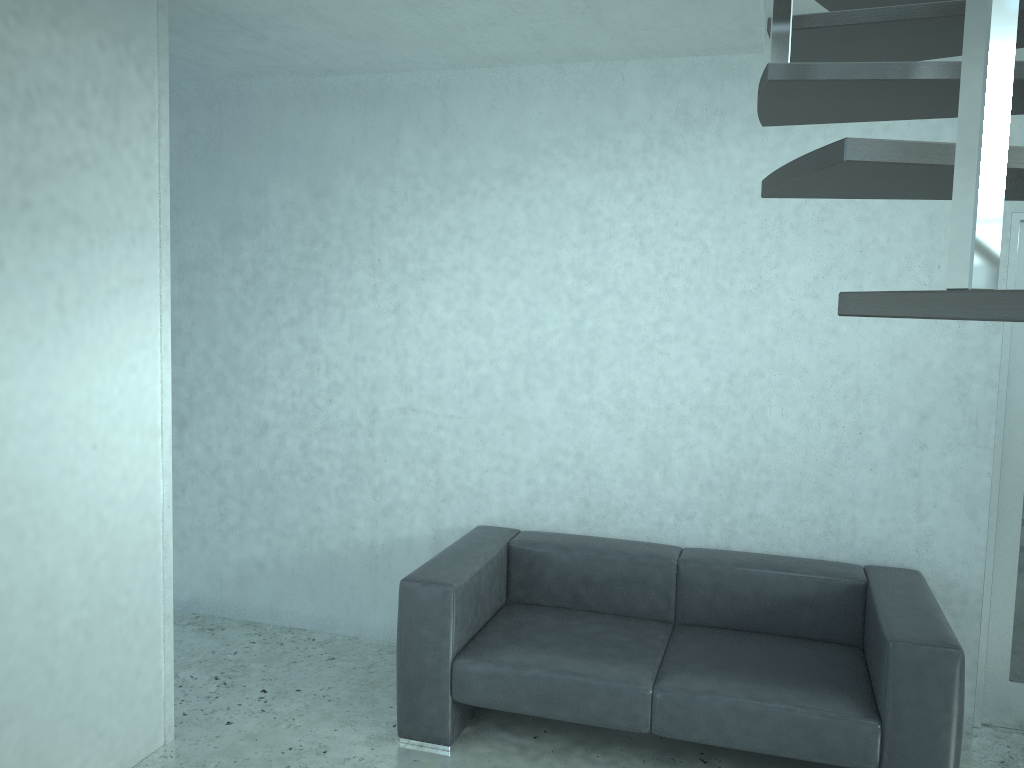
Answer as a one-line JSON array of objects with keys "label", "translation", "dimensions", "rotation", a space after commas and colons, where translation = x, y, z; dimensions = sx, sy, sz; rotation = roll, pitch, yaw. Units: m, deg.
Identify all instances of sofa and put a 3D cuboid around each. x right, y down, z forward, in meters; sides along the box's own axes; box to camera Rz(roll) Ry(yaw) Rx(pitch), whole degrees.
[{"label": "sofa", "translation": [0.629, 1.070, 3.575], "dimensions": [2.025, 0.652, 0.943], "rotation": [3, 5, 17]}]

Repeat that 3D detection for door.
[{"label": "door", "translation": [3.412, 0.075, 3.677], "dimensions": [2.576, 3.200, 1.162], "rotation": [-1, 6, -25]}]

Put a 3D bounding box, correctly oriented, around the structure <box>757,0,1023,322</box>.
[{"label": "structure", "translation": [1.768, -0.462, 1.630], "dimensions": [2.655, 4.156, 3.780], "rotation": [3, 5, 17]}]
